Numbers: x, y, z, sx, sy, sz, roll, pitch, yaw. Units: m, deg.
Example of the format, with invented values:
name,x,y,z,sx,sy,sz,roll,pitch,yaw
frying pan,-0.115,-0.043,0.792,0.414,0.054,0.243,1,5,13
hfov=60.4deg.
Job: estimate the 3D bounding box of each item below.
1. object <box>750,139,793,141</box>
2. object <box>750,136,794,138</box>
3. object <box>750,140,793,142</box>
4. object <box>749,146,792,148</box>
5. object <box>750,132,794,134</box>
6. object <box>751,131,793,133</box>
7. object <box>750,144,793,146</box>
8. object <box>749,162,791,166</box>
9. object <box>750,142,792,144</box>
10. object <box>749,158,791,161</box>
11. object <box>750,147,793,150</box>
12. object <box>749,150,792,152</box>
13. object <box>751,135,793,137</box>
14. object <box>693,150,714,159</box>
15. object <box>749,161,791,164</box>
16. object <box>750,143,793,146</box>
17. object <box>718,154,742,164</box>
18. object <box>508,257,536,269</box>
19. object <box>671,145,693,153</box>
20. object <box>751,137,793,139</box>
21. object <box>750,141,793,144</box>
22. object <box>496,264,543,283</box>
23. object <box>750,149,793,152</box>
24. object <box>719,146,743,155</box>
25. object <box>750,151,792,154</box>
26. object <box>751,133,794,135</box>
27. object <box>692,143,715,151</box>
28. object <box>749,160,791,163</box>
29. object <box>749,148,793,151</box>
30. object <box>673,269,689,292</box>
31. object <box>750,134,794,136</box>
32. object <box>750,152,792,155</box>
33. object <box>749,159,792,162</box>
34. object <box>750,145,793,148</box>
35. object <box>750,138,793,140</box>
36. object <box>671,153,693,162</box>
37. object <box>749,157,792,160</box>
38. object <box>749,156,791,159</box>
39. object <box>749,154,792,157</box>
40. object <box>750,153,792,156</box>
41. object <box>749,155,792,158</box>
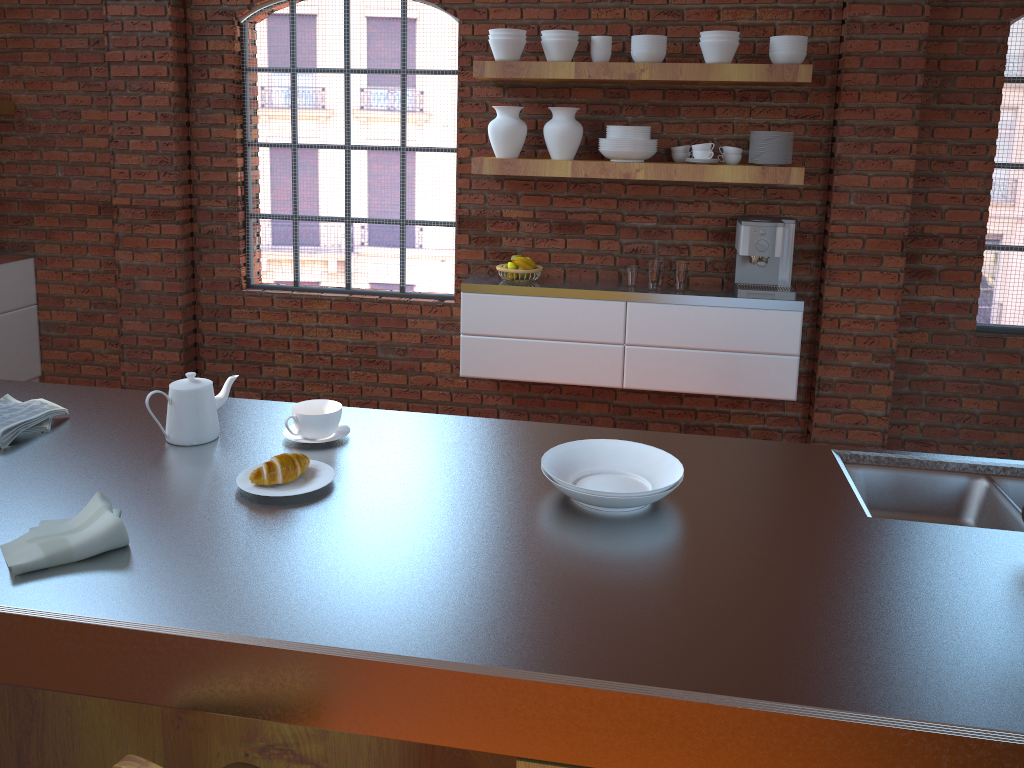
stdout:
name,x,y,z,sx,sy,sz,roll,pitch,yaw
object,1.210,-1.132,4.104,0.195,0.013,0.198,9,18,25
object,1.210,-1.145,4.101,0.195,0.013,0.198,9,18,25
object,1.209,-1.127,4.104,0.195,0.013,0.198,9,18,25
object,1.209,-1.100,4.109,0.195,0.013,0.198,9,18,25
object,1.210,-1.163,4.098,0.195,0.013,0.198,9,18,25
object,1.210,-1.168,4.098,0.195,0.013,0.198,9,18,25
object,1.209,-1.109,4.107,0.195,0.013,0.198,9,18,25
object,1.207,-1.029,4.121,0.195,0.013,0.198,9,18,25
object,1.209,-1.118,4.106,0.195,0.013,0.198,9,18,25
object,1.208,-1.046,4.118,0.195,0.013,0.198,9,18,25
object,1.209,-1.096,4.110,0.195,0.013,0.198,9,18,25
object,1.208,-1.082,4.112,0.195,0.013,0.198,9,18,25
object,1.210,-1.150,4.101,0.195,0.013,0.198,9,18,25
object,0.893,-1.072,4.129,0.092,0.046,0.101,2,15,4
object,1.207,-1.033,4.120,0.195,0.013,0.198,9,18,25
object,1.209,-1.114,4.107,0.195,0.013,0.198,9,18,25
object,1.046,-1.072,4.201,0.100,0.046,0.093,16,20,42
object,0.068,-0.596,4.390,0.186,0.083,0.067,-12,18,-41
object,0.822,-1.137,4.294,0.092,0.057,0.102,-4,16,-21
object,1.210,-1.141,4.102,0.195,0.013,0.198,9,18,25
object,1.209,-1.122,4.105,0.195,0.013,0.198,9,18,25
object,0.038,-0.556,4.436,0.237,0.069,0.240,-9,19,-32
object,1.209,-1.087,4.111,0.195,0.013,0.198,9,18,25
object,1.049,-1.105,4.201,0.101,0.057,0.093,11,17,32
object,1.208,-1.079,4.113,0.195,0.013,0.198,9,18,25
object,1.210,-1.159,4.099,0.195,0.013,0.198,9,18,25
object,0.888,-1.103,4.122,0.092,0.057,0.103,0,15,-7
object,1.207,-1.038,4.119,0.195,0.013,0.198,9,18,25
object,1.209,-1.092,4.110,0.195,0.013,0.198,9,18,25
object,0.811,-0.500,4.247,0.078,0.102,0.079,6,13,21
object,1.210,-1.154,4.100,0.195,0.013,0.198,9,18,25
object,1.208,-1.074,4.113,0.195,0.013,0.198,9,18,25
object,1.207,-1.042,4.119,0.195,0.013,0.198,9,18,25
object,1.209,-1.105,4.108,0.195,0.013,0.198,9,18,25
object,1.210,-1.136,4.103,0.195,0.013,0.198,9,18,25
object,0.826,-1.107,4.302,0.092,0.046,0.101,-1,15,-10
object,1.208,-1.051,4.117,0.195,0.013,0.198,9,18,25
object,1.208,-1.055,4.116,0.195,0.013,0.198,9,18,25
object,1.208,-1.065,4.115,0.195,0.013,0.198,9,18,25
object,1.208,-1.070,4.114,0.195,0.013,0.198,9,18,25
object,1.208,-1.060,4.116,0.195,0.013,0.198,9,18,25
